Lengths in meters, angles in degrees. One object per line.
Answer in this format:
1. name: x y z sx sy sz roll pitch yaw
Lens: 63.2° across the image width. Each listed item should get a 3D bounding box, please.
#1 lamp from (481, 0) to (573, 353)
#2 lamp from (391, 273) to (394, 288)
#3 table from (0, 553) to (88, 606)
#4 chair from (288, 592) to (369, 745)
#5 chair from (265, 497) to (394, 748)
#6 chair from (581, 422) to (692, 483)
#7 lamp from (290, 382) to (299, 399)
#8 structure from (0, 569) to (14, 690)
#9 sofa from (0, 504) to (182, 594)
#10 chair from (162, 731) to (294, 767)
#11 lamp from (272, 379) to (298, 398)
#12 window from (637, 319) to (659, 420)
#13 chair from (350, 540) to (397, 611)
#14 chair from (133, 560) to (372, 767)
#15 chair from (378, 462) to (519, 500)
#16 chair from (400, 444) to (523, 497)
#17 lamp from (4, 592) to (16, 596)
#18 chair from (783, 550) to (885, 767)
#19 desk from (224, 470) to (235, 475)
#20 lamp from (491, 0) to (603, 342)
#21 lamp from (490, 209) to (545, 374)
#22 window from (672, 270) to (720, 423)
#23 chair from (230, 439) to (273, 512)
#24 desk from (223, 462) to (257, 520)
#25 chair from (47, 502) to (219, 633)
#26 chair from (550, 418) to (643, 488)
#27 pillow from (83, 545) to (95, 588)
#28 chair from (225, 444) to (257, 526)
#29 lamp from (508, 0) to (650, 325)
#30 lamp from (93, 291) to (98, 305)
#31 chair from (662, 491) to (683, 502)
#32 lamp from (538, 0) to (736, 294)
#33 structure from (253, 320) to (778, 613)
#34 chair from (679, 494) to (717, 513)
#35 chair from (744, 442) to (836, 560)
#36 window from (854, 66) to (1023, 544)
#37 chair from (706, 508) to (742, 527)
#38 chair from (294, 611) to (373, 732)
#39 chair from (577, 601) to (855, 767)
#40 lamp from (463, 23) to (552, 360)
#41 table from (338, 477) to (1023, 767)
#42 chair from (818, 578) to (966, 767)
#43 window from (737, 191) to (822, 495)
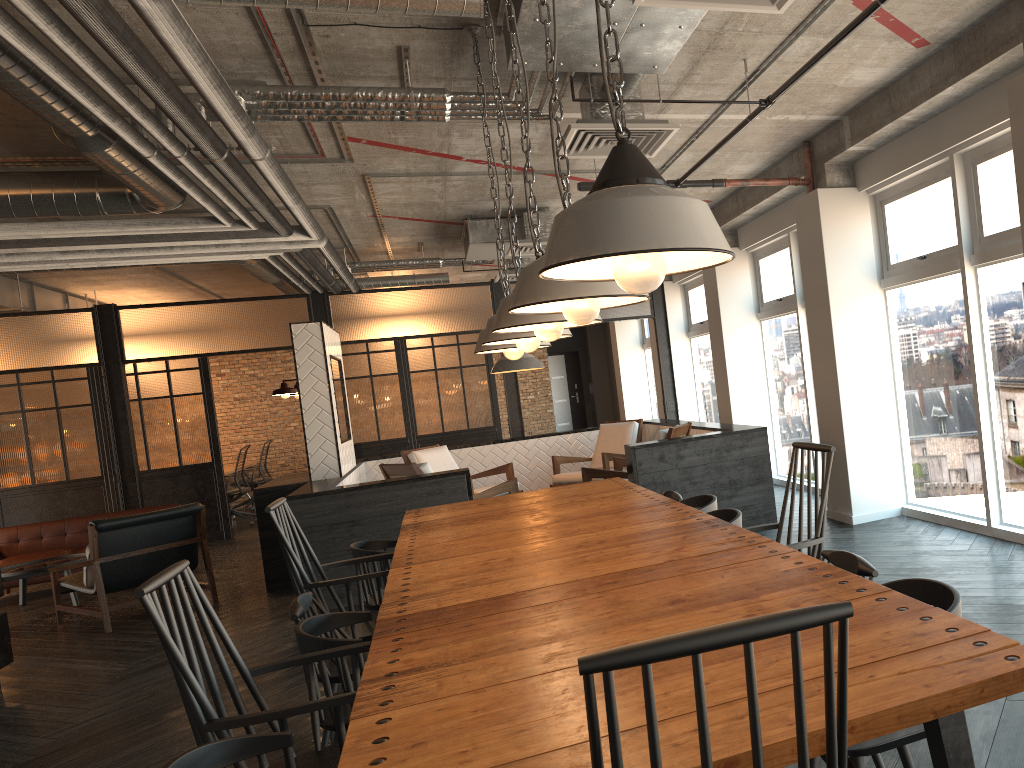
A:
1. lamp: -0.036 -0.990 3.364 0.364 1.740 0.367 -7 2 5
2. lamp: -1.675 -1.005 12.534 0.322 0.858 3.150 -7 0 -6
3. table: -3.950 1.700 7.058 0.794 0.372 0.634 -7 0 -19
4. chair: -0.495 1.085 3.006 0.510 0.727 0.341 -7 2 -15
5. chair: -0.641 0.951 3.414 0.538 1.034 0.417 -7 2 -14
6. chair: 1.144 0.853 7.464 0.862 0.908 0.783 -6 1 20
7. lamp: -1.947 0.048 7.615 0.165 0.172 0.263 -6 1 44
8. structure: -5.946 0.670 1.098 6.717 2.744 4.997 -7 0 -15
9. sofa: -4.061 1.590 7.910 1.784 0.638 0.608 -6 1 -18
10. chair: -0.377 1.051 1.615 0.489 0.738 0.341 -7 2 -15
11. lamp: -1.886 0.034 6.954 0.165 0.172 0.263 -6 1 44
12. window: 2.434 -0.222 13.429 0.265 2.878 2.298 -7 1 -6
13. chair: -0.477 1.087 3.955 0.489 0.738 0.341 -7 2 -15
14. chair: -0.513 0.922 2.042 0.538 1.034 0.417 -7 2 -14
15. chair: -0.468 1.032 6.910 1.088 0.908 0.611 -7 1 -43
16. chair: -0.504 1.051 8.366 0.842 0.908 0.799 -6 1 26
17. lamp: -5.270 1.453 7.622 0.474 1.180 0.959 -6 2 38
18. chair: 0.907 0.919 2.580 0.510 0.727 0.341 -7 2 -15
19. desk: -4.241 1.600 10.909 0.873 0.721 1.514 -7 0 -9
20. lamp: 0.021 -1.003 2.748 0.379 1.740 0.352 -7 2 -2
21. lamp: -0.036 -0.894 7.952 0.537 1.547 0.481 -7 2 -6
22. window: 2.675 -0.277 10.843 0.265 2.878 2.298 -7 1 -6
23. chair: -3.964 1.413 12.593 0.768 1.064 0.632 -7 1 -14
24. desk: -4.381 1.632 12.420 0.873 0.721 1.514 -7 0 -9
25. chair: -2.933 1.365 6.390 0.871 0.796 0.865 -6 1 41
26. chair: 0.980 0.888 8.991 0.620 0.908 1.075 -6 1 38
27. pillow: -2.810 1.296 6.274 0.217 0.334 0.782 -6 0 43
28. chair: -3.822 1.381 11.064 0.768 1.064 0.632 -7 1 -14
29. lamp: 0.078 -1.016 2.132 0.414 1.740 0.317 -8 2 -25
30. lamp: -5.000 -0.637 11.325 0.322 0.858 3.150 -7 0 -6
31. chair: 0.704 0.962 4.432 0.510 0.727 0.341 -7 2 -15
32. lamp: 0.136 -1.029 1.515 0.324 1.740 0.407 -6 2 29
33. structure: -0.091 0.391 7.938 4.357 2.117 3.377 -7 0 -14
34. chair: 0.816 0.940 4.045 0.489 0.738 0.341 -7 2 -15
35. chair: 0.969 0.763 3.099 0.538 1.034 0.417 -7 2 -14
36. window: 3.154 -0.387 5.676 0.265 2.878 2.298 -7 1 -6
37. chair: 0.800 0.936 3.554 0.489 0.738 0.341 -7 2 -15
38. chair: -0.372 1.060 2.576 0.489 0.738 0.341 -7 2 -15
39. chair: 0.326 0.818 1.283 0.491 1.034 0.459 -7 2 -8
40. lamp: -0.093 -0.977 3.980 0.364 1.740 0.367 -7 2 5
41. table: 0.234 0.967 2.959 1.292 0.792 3.459 -7 0 -7
42. chair: 0.941 0.905 2.095 0.489 0.738 0.341 -7 2 -15
43. window: 2.915 -0.332 8.256 0.265 2.878 2.298 -7 1 -6
